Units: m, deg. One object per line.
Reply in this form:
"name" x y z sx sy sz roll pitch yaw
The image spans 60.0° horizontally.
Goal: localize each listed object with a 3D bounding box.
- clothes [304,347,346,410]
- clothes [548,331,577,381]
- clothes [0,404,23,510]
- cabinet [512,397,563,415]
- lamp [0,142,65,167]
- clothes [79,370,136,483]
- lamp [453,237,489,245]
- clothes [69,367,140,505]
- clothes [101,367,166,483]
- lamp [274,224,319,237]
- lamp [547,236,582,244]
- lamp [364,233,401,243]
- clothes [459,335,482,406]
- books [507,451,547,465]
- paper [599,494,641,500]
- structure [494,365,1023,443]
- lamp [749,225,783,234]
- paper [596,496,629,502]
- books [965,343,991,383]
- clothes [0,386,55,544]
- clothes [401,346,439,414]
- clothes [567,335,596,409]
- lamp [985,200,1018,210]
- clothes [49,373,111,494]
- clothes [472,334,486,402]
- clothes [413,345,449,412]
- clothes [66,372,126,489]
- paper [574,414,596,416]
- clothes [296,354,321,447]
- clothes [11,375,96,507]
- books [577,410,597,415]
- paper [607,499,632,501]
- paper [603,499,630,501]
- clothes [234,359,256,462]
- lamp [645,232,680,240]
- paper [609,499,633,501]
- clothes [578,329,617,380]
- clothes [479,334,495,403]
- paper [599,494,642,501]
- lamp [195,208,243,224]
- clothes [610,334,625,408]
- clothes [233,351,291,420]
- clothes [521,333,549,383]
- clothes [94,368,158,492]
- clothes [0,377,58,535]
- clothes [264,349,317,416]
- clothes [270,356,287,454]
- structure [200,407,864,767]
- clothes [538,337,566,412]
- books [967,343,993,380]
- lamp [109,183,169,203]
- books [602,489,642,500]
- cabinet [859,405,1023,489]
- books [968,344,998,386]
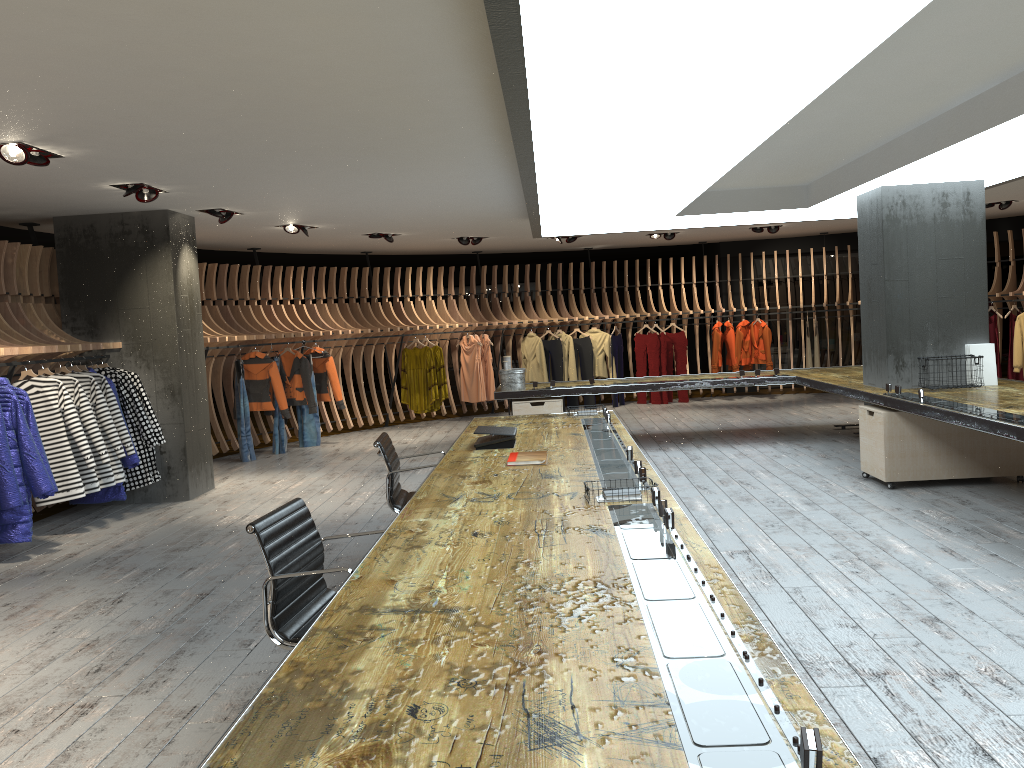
"clothes" -2.692 -0.079 12.314 0.839 0.880 0.201 -1 4 33
"clothes" 0.831 -0.442 14.907 0.704 0.889 0.250 0 4 43
"clothes" -3.982 0.602 6.318 0.880 1.259 0.242 -3 3 -1
"cabinet" 0.320 0.462 10.603 0.593 0.630 1.133 -3 4 3
"lamp" -3.076 -1.505 5.574 0.269 0.285 0.493 -3 4 3
"clothes" -3.686 0.406 7.797 0.752 1.061 0.128 -3 3 1
"lamp" -0.602 -2.141 12.788 0.493 0.297 0.269 -6 4 -37
"clothes" -3.802 0.468 8.011 0.885 1.238 0.246 -3 3 -1
"clothes" -3.652 0.422 8.350 0.799 1.184 0.192 -3 3 3
"lamp" -2.495 -1.860 10.285 0.269 0.296 0.493 -2 4 22
"lamp" 0.802 -2.278 13.521 0.493 0.284 0.269 -4 4 -17
"lamp" -1.717 -2.001 11.662 0.269 0.293 0.493 -1 4 35
"clothes" -0.669 -0.211 14.224 0.447 1.155 0.125 -1 4 37
"books" 0.088 0.415 4.985 0.213 0.026 0.366 -3 4 3
"paper" 0.464 0.482 3.794 0.176 0.004 0.130 -3 4 9
"structure" 1.879 0.868 1.901 4.835 0.843 18.494 -3 4 3
"lamp" 3.925 -2.464 13.726 0.492 0.298 0.269 -3 3 11
"paper" 0.450 0.487 3.790 0.176 0.003 0.130 -3 4 1
"books" 4.109 -0.171 7.800 0.215 0.368 0.048 -3 3 3
"clothes" -3.818 0.575 6.452 0.883 1.245 0.249 -3 3 -1
"clothes" -1.434 -0.064 13.649 0.664 1.044 0.168 -1 4 33
"clothes" 1.145 -0.138 14.990 0.539 1.351 0.088 -2 3 27
"lamp" 6.618 -2.508 12.105 0.269 0.294 0.493 -6 5 -42
"clothes" -3.705 0.438 7.357 0.752 1.061 0.128 -3 3 1
"clothes" -0.570 -0.221 14.285 0.125 1.155 0.447 -5 3 -28
"clothes" -1.298 -0.080 13.770 0.664 1.044 0.168 -1 4 33
"clothes" -3.694 0.419 7.619 0.752 1.061 0.128 -3 3 1
"paper" 0.588 0.246 7.162 0.176 0.003 0.130 -3 4 1
"clothes" -2.801 0.295 12.101 0.309 1.420 0.200 -5 3 -25
"clothes" -3.715 0.455 7.122 0.752 1.061 0.128 -3 3 1
"books" 0.606 0.229 7.161 0.155 0.025 0.110 -3 4 -2
"paper" 0.464 0.484 3.794 0.176 0.004 0.130 -3 4 6
"paper" 0.464 0.484 3.794 0.176 0.004 0.130 -3 4 6
"clothes" -3.324 0.399 11.036 0.200 1.420 0.309 -4 3 -20
"lamp" 2.350 -2.384 13.850 0.493 0.296 0.269 -4 3 -4
"paper" 0.464 0.484 3.794 0.176 0.004 0.130 -3 4 5
"clothes" 1.414 -0.487 15.042 0.704 0.889 0.250 -2 3 23
"clothes" -0.425 -0.235 14.362 0.125 1.155 0.447 -5 4 -32
"paper" 0.464 0.485 3.794 0.176 0.004 0.130 -2 4 11
"lamp" -2.880 -1.733 8.750 0.269 0.292 0.493 -3 4 9
"clothes" 1.805 -0.190 15.137 0.087 1.351 0.540 -2 3 27
"clothes" -3.251 0.021 11.324 0.839 0.880 0.201 -2 3 18
"clothes" 0.338 -0.401 14.720 0.250 0.889 0.705 -6 4 -37
"clothes" -3.651 0.435 8.162 0.807 1.186 0.192 -3 3 3
"clothes" -3.889 0.568 6.634 0.885 1.238 0.246 -3 3 -1
"clothes" -2.950 -0.026 11.801 0.839 0.880 0.201 -2 3 23
"clothes" -3.079 0.348 11.576 0.200 1.420 0.309 -4 3 -5
"structure" 0.056 0.952 2.199 1.162 0.843 10.462 -3 4 3
"clothes" 0.651 -0.100 14.843 0.539 1.351 0.087 -1 4 37
"books" 4.107 -0.167 7.758 0.215 0.367 0.075 -3 3 3
"lamp" -3.008 -1.616 7.165 0.269 0.292 0.493 -3 4 3
"books" 0.469 0.470 3.790 0.155 0.025 0.110 -3 4 -2
"cabinet" 3.593 0.494 7.437 1.131 0.630 0.594 -3 3 3
"books" 4.106 -0.166 7.730 0.215 0.367 0.073 -3 3 3
